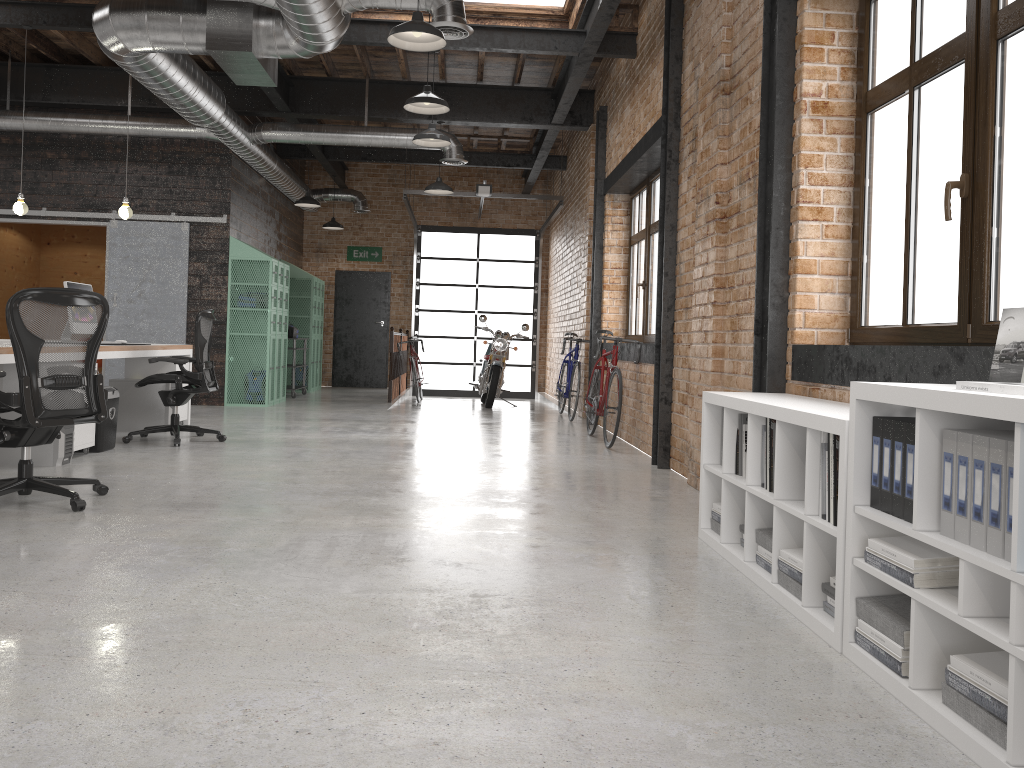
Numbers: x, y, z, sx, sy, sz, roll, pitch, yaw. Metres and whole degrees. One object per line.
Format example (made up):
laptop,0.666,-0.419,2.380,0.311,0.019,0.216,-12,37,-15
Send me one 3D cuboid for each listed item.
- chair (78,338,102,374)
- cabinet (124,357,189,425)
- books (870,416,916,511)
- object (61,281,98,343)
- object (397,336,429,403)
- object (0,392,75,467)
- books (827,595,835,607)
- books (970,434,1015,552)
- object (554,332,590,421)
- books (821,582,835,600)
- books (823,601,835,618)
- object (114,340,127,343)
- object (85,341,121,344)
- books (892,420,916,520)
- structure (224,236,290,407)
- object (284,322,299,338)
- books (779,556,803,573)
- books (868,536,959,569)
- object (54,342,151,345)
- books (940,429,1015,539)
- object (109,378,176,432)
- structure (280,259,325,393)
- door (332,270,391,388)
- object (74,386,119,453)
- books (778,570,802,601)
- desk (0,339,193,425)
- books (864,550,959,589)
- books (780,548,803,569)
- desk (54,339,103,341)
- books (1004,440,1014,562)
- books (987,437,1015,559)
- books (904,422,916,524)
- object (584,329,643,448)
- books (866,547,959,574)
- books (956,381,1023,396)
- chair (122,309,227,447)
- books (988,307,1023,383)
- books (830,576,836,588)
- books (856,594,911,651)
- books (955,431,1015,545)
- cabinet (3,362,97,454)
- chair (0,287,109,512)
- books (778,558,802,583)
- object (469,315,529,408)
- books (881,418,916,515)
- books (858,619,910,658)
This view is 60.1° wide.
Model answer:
chair,-5.708,-0.239,12.059,0.618,0.778,0.581,2,1,-9
cabinet,-3.308,0.076,8.247,0.460,0.648,0.388,2,1,-3
books,1.150,0.227,2.526,0.232,0.261,0.062,2,0,-3
object,-3.518,-0.577,7.183,0.189,0.485,0.484,2,1,-3
object,-1.526,-0.235,13.974,0.410,1.033,1.735,2,2,3
object,-3.166,0.291,5.779,0.541,0.455,0.221,2,0,-3
books,1.099,0.687,2.730,0.163,0.047,0.239,2,3,-3
books,1.185,0.251,2.038,0.232,0.261,0.062,2,0,-3
object,0.691,-0.114,10.754,0.401,1.039,1.739,2,2,-9
books,1.124,0.659,2.744,0.222,0.055,0.282,2,3,-3
books,1.105,0.716,2.744,0.184,0.049,0.261,2,3,-3
object,-3.313,-0.358,7.497,0.106,0.028,0.059,2,2,-5
object,-3.302,-0.336,7.169,0.118,0.017,0.439,2,3,-3
books,1.157,0.233,2.398,0.232,0.261,0.062,2,0,-3
structure,-3.263,-0.798,11.474,0.556,2.100,1.118,2,0,-3
object,-3.289,-0.778,12.965,0.309,0.262,0.460,2,2,-3
books,1.068,0.615,3.038,0.219,0.039,0.260,2,3,-3
books,1.113,0.444,2.367,0.214,0.046,0.251,2,3,-3
object,-3.414,-0.328,7.199,0.687,0.008,0.849,2,3,-4
books,1.177,0.245,2.166,0.232,0.261,0.062,2,0,-3
object,-3.290,0.189,7.917,0.541,0.455,0.221,2,0,-3
structure,-3.441,-0.944,14.541,0.556,2.100,1.118,2,0,-3
door,-2.716,-0.989,15.998,0.998,2.099,0.218,2,0,-3
object,-3.065,0.254,6.514,0.250,0.466,0.338,2,1,-3
books,1.068,0.692,3.053,0.217,0.072,0.290,2,2,-3
desk,-4.097,0.097,5.923,2.312,0.769,5.115,2,3,-3
books,1.108,0.488,2.379,0.207,0.061,0.274,2,2,-3
books,1.068,0.597,3.034,0.214,0.052,0.252,2,3,-3
desk,-5.812,-0.263,13.021,1.999,0.731,0.998,2,2,-3
books,1.192,0.257,1.908,0.232,0.261,0.062,2,0,-3
books,1.188,0.254,1.973,0.232,0.261,0.062,2,0,-3
books,1.161,0.237,2.334,0.232,0.261,0.062,2,0,-3
object,0.841,0.009,8.174,0.401,1.039,1.739,2,2,-9
books,1.112,0.462,2.371,0.219,0.034,0.260,2,3,-3
books,1.215,0.012,2.105,0.174,0.021,0.273,2,3,-3
chair,-2.723,-0.077,7.199,0.792,1.086,0.771,1,1,-25
books,1.394,-0.100,2.446,0.065,0.224,0.161,2,1,-3
books,1.122,0.627,2.720,0.199,0.054,0.240,2,2,-3
books,1.107,0.646,2.432,0.217,0.078,0.291,2,2,-3
books,1.181,0.248,2.102,0.232,0.261,0.062,2,0,-3
cabinet,-3.184,0.178,6.108,0.460,0.648,0.388,2,1,-3
chair,-2.441,0.060,4.427,0.792,1.086,0.770,2,1,5
books,1.064,0.641,3.045,0.207,0.067,0.275,2,2,-3
object,-0.238,-0.335,13.152,0.813,1.359,2.178,2,2,-16
books,1.154,0.230,2.463,0.232,0.261,0.062,2,0,-3
books,1.102,0.683,2.413,0.214,0.046,0.251,2,3,-3
